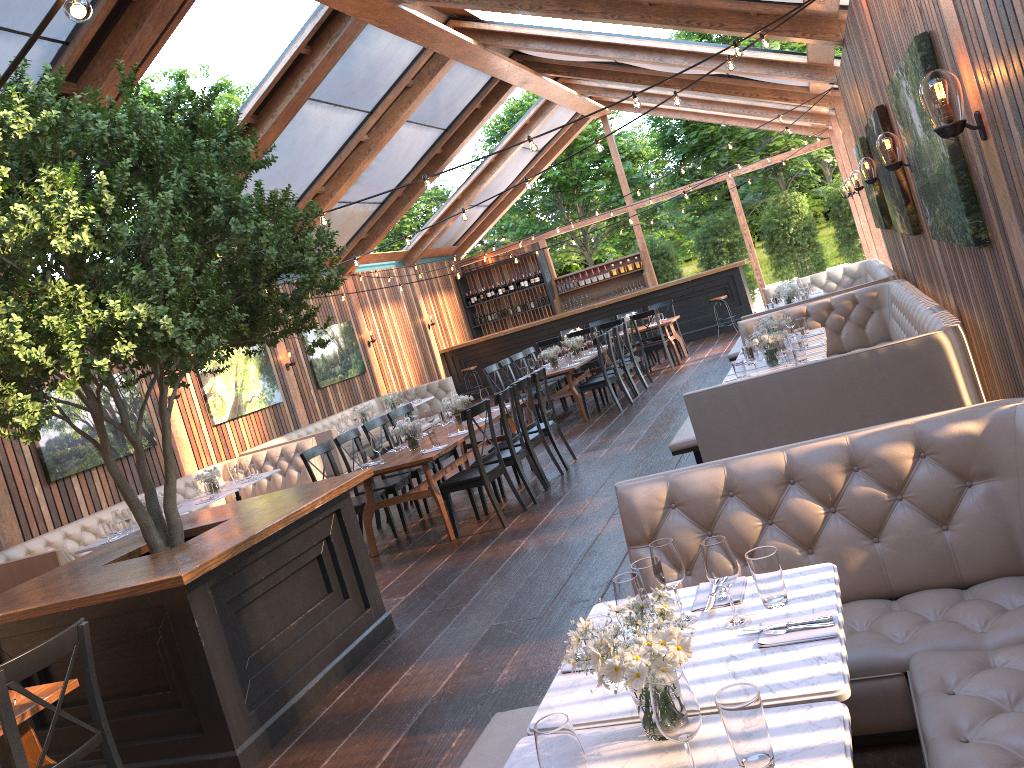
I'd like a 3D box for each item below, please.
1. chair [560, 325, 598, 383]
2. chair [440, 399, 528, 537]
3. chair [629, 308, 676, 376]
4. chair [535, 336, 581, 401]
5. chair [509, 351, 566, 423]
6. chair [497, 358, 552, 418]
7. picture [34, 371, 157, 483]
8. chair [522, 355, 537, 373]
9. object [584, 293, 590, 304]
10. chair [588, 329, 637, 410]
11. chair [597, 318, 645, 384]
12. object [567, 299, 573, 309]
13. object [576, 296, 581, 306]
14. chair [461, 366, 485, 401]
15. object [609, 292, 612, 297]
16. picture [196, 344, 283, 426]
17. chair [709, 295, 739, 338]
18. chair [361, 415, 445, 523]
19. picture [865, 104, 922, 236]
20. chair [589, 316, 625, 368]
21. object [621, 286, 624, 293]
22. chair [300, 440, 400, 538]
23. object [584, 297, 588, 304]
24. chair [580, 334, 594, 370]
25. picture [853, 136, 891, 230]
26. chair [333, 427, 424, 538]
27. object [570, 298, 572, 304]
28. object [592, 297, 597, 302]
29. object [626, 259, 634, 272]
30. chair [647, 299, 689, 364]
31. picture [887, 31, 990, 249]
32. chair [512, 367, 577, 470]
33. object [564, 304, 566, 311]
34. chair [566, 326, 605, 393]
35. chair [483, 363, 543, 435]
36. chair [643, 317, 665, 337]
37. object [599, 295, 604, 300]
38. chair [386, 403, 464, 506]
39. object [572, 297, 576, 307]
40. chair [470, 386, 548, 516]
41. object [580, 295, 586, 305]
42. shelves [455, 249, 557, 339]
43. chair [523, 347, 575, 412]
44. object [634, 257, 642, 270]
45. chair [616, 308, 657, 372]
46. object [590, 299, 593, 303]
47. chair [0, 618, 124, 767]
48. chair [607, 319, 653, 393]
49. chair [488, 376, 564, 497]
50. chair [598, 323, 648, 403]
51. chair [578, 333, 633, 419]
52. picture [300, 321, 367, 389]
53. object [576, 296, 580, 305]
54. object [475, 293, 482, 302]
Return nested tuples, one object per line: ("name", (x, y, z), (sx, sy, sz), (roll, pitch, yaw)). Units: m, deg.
("chair", (1.223, -0.527, 16.324), (0.475, 1.019, 0.543), (-16, 2, 16))
("chair", (-0.326, 0.699, 7.517), (0.535, 1.019, 0.482), (-16, 2, 26))
("chair", (2.324, -0.711, 14.561), (0.475, 1.019, 0.543), (-16, 2, 16))
("chair", (0.812, -0.301, 15.141), (0.474, 1.019, 0.544), (-16, 2, 21))
("chair", (0.375, -0.007, 13.263), (0.535, 1.019, 0.482), (-16, 2, 26))
("chair", (0.193, 0.094, 12.737), (0.537, 1.019, 0.480), (-16, 2, 16))
("picture", (-4.901, 0.449, 10.378), (0.064, 0.996, 1.665), (-17, 4, 21))
("chair", (0.407, -0.323, 18.573), (0.467, 0.734, 0.469), (-17, 2, 4))
("object", (1.757, -1.993, 20.690), (0.092, 0.244, 0.092), (-17, 1, -4))
("chair", (1.314, -0.211, 12.322), (0.536, 1.019, 0.481), (-16, 2, 17))
("chair", (1.820, -0.574, 14.755), (0.474, 1.019, 0.544), (-16, 2, 21))
("object", (1.369, -1.888, 20.840), (0.091, 0.244, 0.093), (-16, 2, 41))
("object", (1.570, -1.943, 20.764), (0.092, 0.244, 0.092), (-17, 1, -4))
("chair", (-0.824, 0.010, 19.045), (0.464, 0.734, 0.472), (-16, 2, 28))
("object", (2.314, -2.092, 20.567), (0.097, 0.134, 0.097), (-17, 2, 7))
("picture", (-3.999, -0.050, 13.000), (0.064, 0.996, 1.665), (-17, 4, 21))
("chair", (4.099, -1.324, 17.158), (0.466, 0.734, 0.470), (-17, 2, 8))
("chair", (-1.100, 0.807, 9.005), (0.536, 1.019, 0.481), (-16, 2, 21))
("picture", (3.116, -1.724, 7.300), (0.064, 0.996, 1.665), (-17, 4, 21))
("chair", (1.726, -0.664, 16.131), (0.474, 1.019, 0.544), (-16, 2, 21))
("object", (2.558, -2.166, 20.249), (0.074, 0.181, 0.073), (-17, 2, -5))
("chair", (-1.465, 1.008, 7.954), (0.536, 1.019, 0.481), (-16, 2, 21))
("object", (1.755, -2.002, 20.805), (0.092, 0.244, 0.092), (-17, 1, -4))
("chair", (1.638, -0.657, 18.101), (0.468, 0.734, 0.468), (-17, 2, -4))
("picture", (4.018, -2.223, 9.922), (0.064, 0.996, 1.665), (-17, 4, 21))
("chair", (-1.282, 0.907, 8.480), (0.537, 1.019, 0.480), (-16, 2, 16))
("object", (1.387, -1.902, 20.939), (0.092, 0.244, 0.092), (-17, 1, -4))
("object", (1.937, -1.963, 20.605), (0.123, 0.096, 0.125), (-15, 4, 32))
("object", (2.711, -2.730, 20.361), (0.175, 0.288, 0.110), (-16, 2, 16))
("chair", (2.734, -0.937, 15.745), (0.474, 1.019, 0.544), (-16, 2, 26))
("picture", (2.230, -1.233, 4.724), (0.064, 0.996, 1.665), (-17, 4, 21))
("chair", (0.232, 0.395, 9.090), (0.537, 1.019, 0.480), (-16, 2, 16))
("object", (1.230, -1.812, 20.805), (0.069, 0.185, 0.070), (-16, 2, 25))
("chair", (1.316, -0.437, 14.948), (0.475, 1.019, 0.543), (-16, 2, 16))
("chair", (0.011, 0.194, 12.211), (0.536, 1.019, 0.481), (-16, 2, 21))
("chair", (2.868, -0.991, 17.630), (0.464, 0.734, 0.473), (-15, 3, 45))
("object", (2.090, -2.009, 20.606), (0.123, 0.096, 0.124), (-16, 3, 9))
("chair", (-0.918, 0.706, 9.531), (0.535, 1.019, 0.482), (-16, 2, 26))
("object", (1.469, -1.914, 20.794), (0.091, 0.244, 0.093), (-16, 2, 41))
("chair", (-0.111, 0.590, 8.030), (0.537, 1.019, 0.480), (-16, 2, 16))
("object", (1.659, -1.966, 20.719), (0.092, 0.244, 0.092), (-17, 1, -4))
("shelves", (0.092, -1.555, 21.291), (2.189, 2.826, 0.505), (-16, 1, 20))
("chair", (0.558, -0.107, 13.789), (0.536, 1.019, 0.481), (-16, 2, 21))
("object", (2.890, -2.782, 20.329), (0.175, 0.288, 0.110), (-16, 2, 26))
("chair", (2.231, -0.800, 15.938), (0.475, 1.019, 0.543), (-16, 2, 16))
("object", (1.893, -1.962, 20.757), (0.123, 0.096, 0.125), (-15, 4, 32))
("chair", (-1.794, 1.501, 3.368), (0.536, 1.019, 0.481), (-16, 2, 21))
("chair", (1.692, -0.415, 13.354), (0.536, 1.019, 0.481), (-16, 2, 21))
("chair", (0.050, 0.495, 8.565), (0.536, 1.019, 0.481), (-16, 2, 24))
("chair", (1.516, -0.316, 12.826), (0.535, 1.019, 0.482), (-16, 2, 26))
("chair", (1.156, -0.117, 11.779), (0.535, 1.019, 0.482), (-16, 2, 28))
("picture", (-3.112, -0.541, 15.576), (0.064, 0.996, 1.665), (-17, 4, 21))
("object", (1.572, -1.952, 20.865), (0.091, 0.244, 0.093), (-16, 2, 41))
("object", (-0.835, -2.120, 21.493), (0.137, 0.315, 0.136), (-17, 2, -17))
